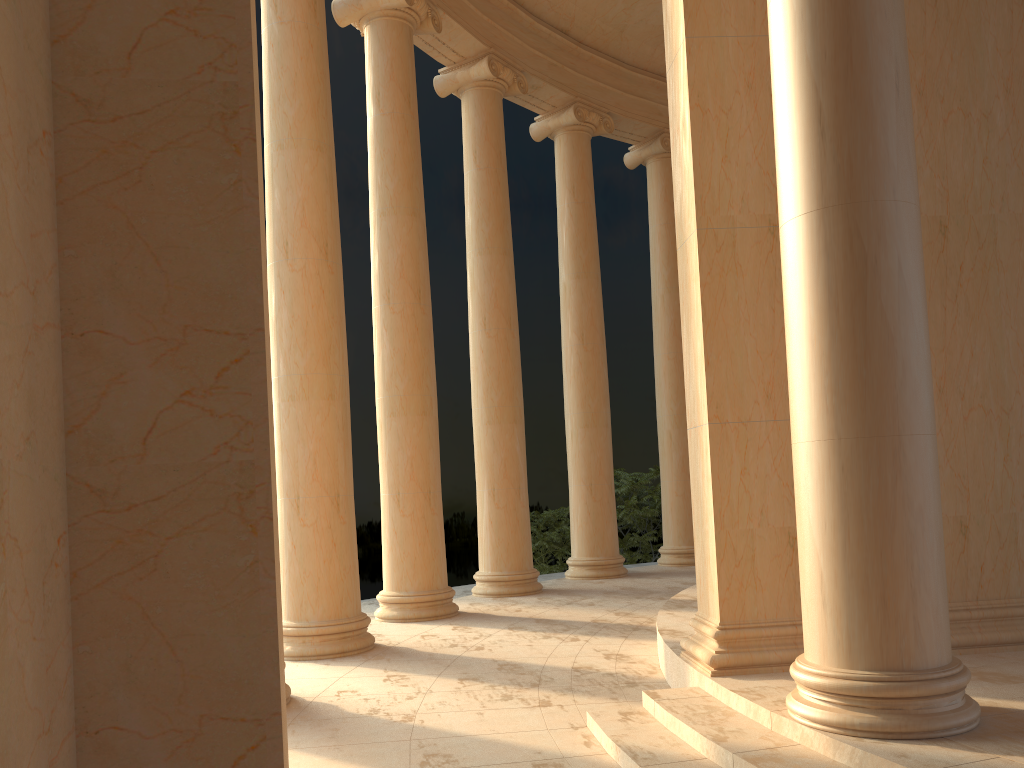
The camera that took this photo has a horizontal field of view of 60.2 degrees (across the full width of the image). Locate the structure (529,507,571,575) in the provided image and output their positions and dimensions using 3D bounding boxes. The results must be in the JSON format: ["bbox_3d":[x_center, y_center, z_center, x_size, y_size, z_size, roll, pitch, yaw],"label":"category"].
[{"bbox_3d":[55.906,307.292,1522.746,149.323,187.730,156.171,-4,-4,8],"label":"structure"}]

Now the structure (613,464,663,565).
[{"bbox_3d":[243.858,294.885,1608.942,247.111,298.543,238.608,-3,-4,-2],"label":"structure"}]
